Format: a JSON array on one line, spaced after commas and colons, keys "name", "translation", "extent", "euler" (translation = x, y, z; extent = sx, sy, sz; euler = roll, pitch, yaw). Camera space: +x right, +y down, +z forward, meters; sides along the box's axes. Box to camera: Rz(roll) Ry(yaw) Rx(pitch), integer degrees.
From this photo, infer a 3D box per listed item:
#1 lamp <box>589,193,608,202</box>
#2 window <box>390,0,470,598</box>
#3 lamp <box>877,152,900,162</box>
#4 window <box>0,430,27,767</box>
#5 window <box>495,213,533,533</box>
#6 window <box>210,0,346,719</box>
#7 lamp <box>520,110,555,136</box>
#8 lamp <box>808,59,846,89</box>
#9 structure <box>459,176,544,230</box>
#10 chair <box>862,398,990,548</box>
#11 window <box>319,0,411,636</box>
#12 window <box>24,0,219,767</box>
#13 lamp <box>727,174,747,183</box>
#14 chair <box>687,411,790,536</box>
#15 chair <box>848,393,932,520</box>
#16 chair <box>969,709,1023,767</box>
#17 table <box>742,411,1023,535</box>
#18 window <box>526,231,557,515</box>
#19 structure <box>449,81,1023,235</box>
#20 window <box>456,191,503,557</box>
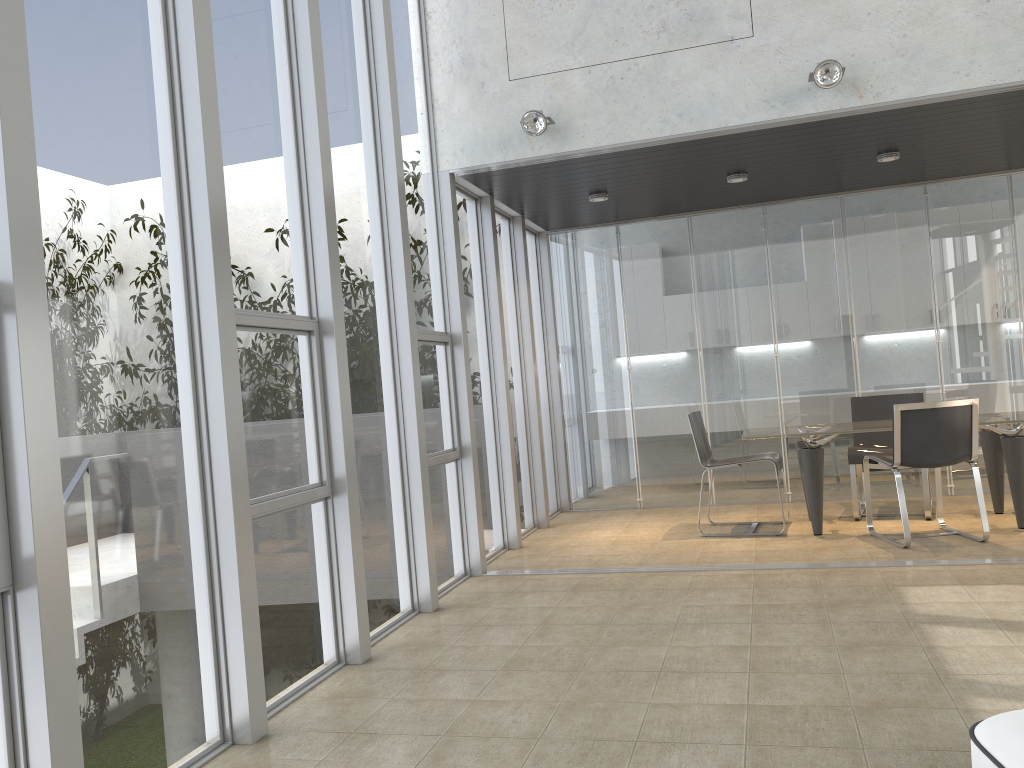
[{"name": "lamp", "translation": [0.688, -1.481, 7.045], "extent": [0.149, 0.038, 0.149], "euler": [-5, 0, 31]}, {"name": "window", "translation": [-0.642, -1.554, 5.531], "extent": [0.050, 5.700, 0.800], "euler": [-5, 0, 16]}, {"name": "lamp", "translation": [2.741, -1.653, 6.459], "extent": [0.149, 0.038, 0.149], "euler": [-5, 0, 31]}, {"name": "window", "translation": [-1.640, -1.494, 2.015], "extent": [0.050, 5.700, 0.800], "euler": [-5, 0, 16]}, {"name": "window", "translation": [-0.034, -0.088, 7.283], "extent": [0.010, 2.645, 0.741], "euler": [-5, 0, 16]}, {"name": "window", "translation": [-1.141, -1.524, 3.773], "extent": [0.050, 5.700, 0.800], "euler": [-5, 0, 16]}, {"name": "lamp", "translation": [0.154, -1.630, 5.573], "extent": [0.197, 0.154, 0.228], "euler": [-5, 0, 16]}, {"name": "lamp", "translation": [1.817, -1.770, 5.113], "extent": [0.197, 0.154, 0.254], "euler": [-5, 0, 16]}, {"name": "structure", "translation": [3.043, 0.549, 5.193], "extent": [6.700, 6.900, 4.916], "euler": [-5, 0, 16]}, {"name": "chair", "translation": [2.722, 0.569, 5.903], "extent": [0.546, 0.922, 0.660], "euler": [-5, 0, 1]}, {"name": "window", "translation": [-0.905, -1.538, 4.656], "extent": [0.010, 5.650, 0.741], "euler": [-5, 0, 16]}, {"name": "window", "translation": [-1.404, -1.508, 2.898], "extent": [0.010, 5.650, 0.741], "euler": [-5, 0, 16]}, {"name": "lamp", "translation": [1.715, -1.567, 6.752], "extent": [0.149, 0.038, 0.149], "euler": [-5, 0, 31]}, {"name": "chair", "translation": [1.730, 0.656, 6.780], "extent": [0.660, 0.922, 0.546], "euler": [-5, 0, 21]}, {"name": "chair", "translation": [2.942, 0.557, 6.919], "extent": [0.546, 0.922, 0.660], "euler": [-5, 0, 26]}, {"name": "chair", "translation": [0.969, 0.746, 0.849], "extent": [0.720, 0.635, 0.829], "euler": [-5, 0, 6]}, {"name": "table", "translation": [2.872, 0.648, 6.463], "extent": [2.250, 0.733, 0.900], "euler": [-5, 0, 16]}, {"name": "window", "translation": [0.215, -0.103, 8.162], "extent": [0.010, 2.645, 0.741], "euler": [-5, 0, 16]}, {"name": "structure", "translation": [0.677, -2.137, 3.022], "extent": [9.817, 6.605, 10.665], "euler": [-5, 0, 15]}, {"name": "window", "translation": [-0.284, -0.073, 6.404], "extent": [0.010, 2.645, 0.741], "euler": [-5, 0, 16]}]
